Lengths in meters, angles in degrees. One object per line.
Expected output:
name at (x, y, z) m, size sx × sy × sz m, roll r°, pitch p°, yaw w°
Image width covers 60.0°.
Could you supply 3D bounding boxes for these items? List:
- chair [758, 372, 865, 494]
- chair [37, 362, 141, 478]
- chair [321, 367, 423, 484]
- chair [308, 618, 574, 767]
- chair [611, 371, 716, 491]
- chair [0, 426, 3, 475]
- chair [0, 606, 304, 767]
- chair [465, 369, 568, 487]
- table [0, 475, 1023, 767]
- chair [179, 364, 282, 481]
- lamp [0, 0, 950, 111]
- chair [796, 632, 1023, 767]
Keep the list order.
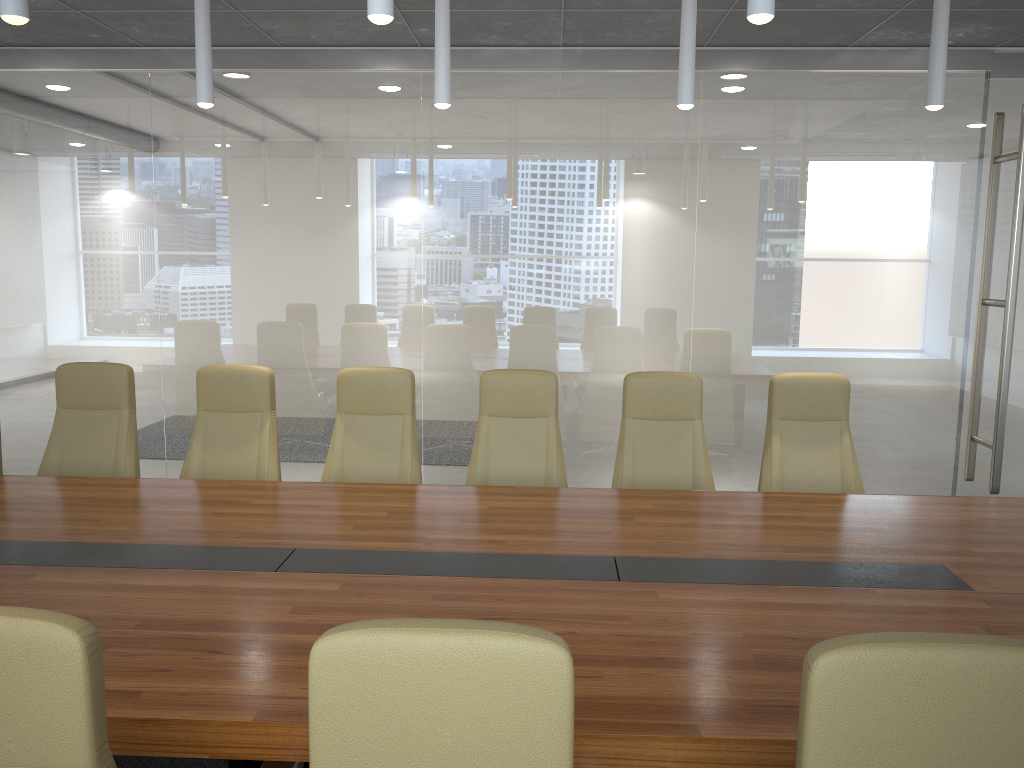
chair at (1.626, 0.692, 4.563) m, size 0.711 × 1.406 × 0.955 m, roll 1°, pitch 8°, yaw 3°
chair at (-2.387, 0.633, 4.673) m, size 0.711 × 1.406 × 0.955 m, roll 1°, pitch 8°, yaw 3°
chair at (-0.784, 0.661, 4.602) m, size 0.711 × 1.406 × 0.955 m, roll 1°, pitch 8°, yaw 3°
chair at (-0.106, 1.031, 1.991) m, size 0.711 × 1.406 × 0.955 m, roll 1°, pitch 8°, yaw 3°
chair at (0.810, 0.688, 4.531) m, size 0.711 × 1.406 × 0.955 m, roll 1°, pitch 8°, yaw 3°
chair at (-3.186, 0.620, 4.709) m, size 0.711 × 1.406 × 0.955 m, roll 1°, pitch 8°, yaw 3°
chair at (-0.910, 1.017, 2.026) m, size 0.711 × 1.406 × 0.955 m, roll 1°, pitch 8°, yaw 3°
chair at (0.015, 0.674, 4.566) m, size 0.711 × 1.406 × 0.955 m, roll 1°, pitch 8°, yaw 3°
table at (-0.842, 1.092, 3.344) m, size 6.500 × 0.895 × 2.300 m, roll 1°, pitch 8°, yaw 3°
chair at (-1.579, 0.647, 4.637) m, size 0.711 × 1.406 × 0.955 m, roll 1°, pitch 8°, yaw 3°
lamp at (-0.806, -2.236, 2.881) m, size 7.258 × 2.378 × 2.619 m, roll 1°, pitch 8°, yaw 3°
chair at (0.702, 1.045, 1.955) m, size 0.711 × 1.406 × 0.955 m, roll 1°, pitch 8°, yaw 3°
